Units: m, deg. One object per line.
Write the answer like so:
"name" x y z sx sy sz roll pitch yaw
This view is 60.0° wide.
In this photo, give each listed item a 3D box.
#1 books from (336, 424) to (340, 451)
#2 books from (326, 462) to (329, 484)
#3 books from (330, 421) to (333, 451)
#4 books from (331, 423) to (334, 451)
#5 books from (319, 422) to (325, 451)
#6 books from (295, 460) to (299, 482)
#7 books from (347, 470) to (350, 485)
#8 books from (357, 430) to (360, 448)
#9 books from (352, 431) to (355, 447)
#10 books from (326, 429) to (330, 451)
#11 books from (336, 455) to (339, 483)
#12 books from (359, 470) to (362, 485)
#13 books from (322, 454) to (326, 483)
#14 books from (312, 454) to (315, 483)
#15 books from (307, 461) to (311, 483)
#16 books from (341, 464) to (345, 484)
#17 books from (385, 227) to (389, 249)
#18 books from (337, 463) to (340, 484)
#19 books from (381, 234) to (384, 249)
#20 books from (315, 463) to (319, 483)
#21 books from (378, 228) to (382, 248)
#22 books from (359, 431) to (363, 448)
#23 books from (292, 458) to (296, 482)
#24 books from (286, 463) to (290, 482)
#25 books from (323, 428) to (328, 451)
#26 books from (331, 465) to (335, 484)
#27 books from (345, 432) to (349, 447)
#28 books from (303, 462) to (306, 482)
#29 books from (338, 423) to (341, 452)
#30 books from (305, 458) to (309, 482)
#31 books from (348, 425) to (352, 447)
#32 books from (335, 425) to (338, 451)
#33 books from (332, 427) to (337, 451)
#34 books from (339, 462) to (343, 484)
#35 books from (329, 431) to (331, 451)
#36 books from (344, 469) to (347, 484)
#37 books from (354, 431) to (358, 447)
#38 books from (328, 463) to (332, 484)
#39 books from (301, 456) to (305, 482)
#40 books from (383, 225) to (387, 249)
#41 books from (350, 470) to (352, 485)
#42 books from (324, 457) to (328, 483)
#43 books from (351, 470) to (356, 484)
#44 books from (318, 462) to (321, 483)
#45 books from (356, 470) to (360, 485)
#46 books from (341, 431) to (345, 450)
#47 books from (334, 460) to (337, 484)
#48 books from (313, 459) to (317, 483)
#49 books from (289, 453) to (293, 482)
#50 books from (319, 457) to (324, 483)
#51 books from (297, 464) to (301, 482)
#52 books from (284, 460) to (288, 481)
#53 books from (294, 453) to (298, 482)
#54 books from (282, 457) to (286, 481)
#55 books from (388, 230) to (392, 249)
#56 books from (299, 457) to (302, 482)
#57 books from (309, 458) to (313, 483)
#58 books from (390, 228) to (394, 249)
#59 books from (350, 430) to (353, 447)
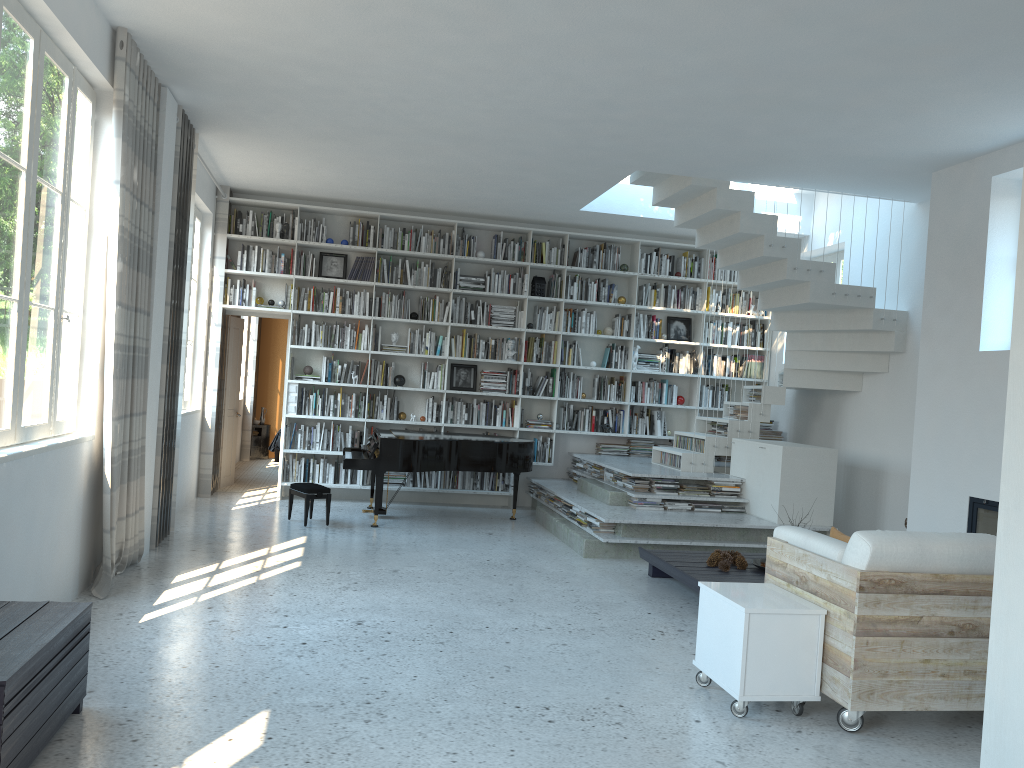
"books" -1.894 0.583 9.663 0.022 0.291 0.137 4 0 -11
"books" -2.004 0.963 9.639 0.021 0.218 0.190 4 0 -11
"books" -1.960 0.561 9.633 0.014 0.325 0.170 4 0 -11
"books" -1.950 0.577 9.644 0.012 0.295 0.176 4 0 -11
"books" -2.058 0.564 9.618 0.039 0.307 0.172 4 0 -11
"books" -2.319 0.937 9.583 0.022 0.226 0.154 4 0 -11
"books" -1.776 0.940 9.682 0.021 0.295 0.188 4 0 -11
"books" -1.688 0.625 9.713 0.026 0.236 0.140 4 0 -11
"books" -1.740 0.626 9.709 0.030 0.227 0.140 4 0 -11
"books" -2.001 0.609 9.648 0.028 0.225 0.134 4 0 -11
"books" -1.908 0.923 9.680 0.013 0.310 0.130 4 0 -11
"books" -1.653 0.979 9.686 0.017 0.233 0.212 4 0 -11
"books" -2.046 0.917 9.648 0.014 0.304 0.139 4 0 -11
"books" -2.151 0.912 9.609 0.013 0.300 0.183 4 0 -11
"books" -2.199 0.948 9.610 0.022 0.221 0.163 4 0 -11
"books" -1.842 0.955 9.677 0.027 0.256 0.179 4 0 -11
"books" -1.369 -1.577 9.714 0.031 0.255 0.145 4 0 -11
"books" -1.892 0.973 9.682 0.024 0.214 0.137 4 0 -11
"books" -1.421 -1.545 9.714 0.024 0.183 0.133 4 0 -11
"books" -2.111 0.964 9.614 0.030 0.201 0.168 4 0 -11
"books" -1.443 -1.574 9.694 0.029 0.237 0.156 4 0 -11
"books" -1.659 0.629 9.709 0.030 0.230 0.151 4 0 -11
"books" -2.354 0.925 9.585 0.024 0.246 0.143 4 0 -11
"books" -2.414 0.949 9.551 0.029 0.190 0.176 4 0 -11
"books" -2.030 0.600 9.646 0.031 0.239 0.132 4 0 -11
"books" -1.950 0.982 9.641 0.031 0.188 0.190 4 0 -11
"books" -1.805 0.633 9.697 0.030 0.203 0.142 4 0 -11
"books" -2.244 0.953 9.608 0.022 0.205 0.158 4 0 -11
"books" -1.876 0.579 9.661 0.013 0.301 0.172 4 0 -11
"books" -2.222 0.931 9.616 0.022 0.252 0.139 4 0 -11
"books" -1.774 0.593 9.694 0.025 0.288 0.130 4 0 -11
"books" -1.914 0.585 9.672 0.013 0.284 0.139 4 0 -11
"books" -1.935 0.599 9.665 0.029 0.254 0.153 4 0 -11
"books" -1.867 0.969 9.675 0.022 0.224 0.141 4 0 -11
"books" -1.981 0.618 9.651 0.013 0.209 0.154 4 0 -11
"books" -1.813 0.953 9.706 0.040 0.264 0.137 4 0 -11
"books" -1.705 0.627 9.673 0.023 0.228 0.190 4 0 -11
"books" -1.980 0.970 9.642 0.028 0.206 0.171 4 0 -11
"books" -2.261 0.921 9.588 0.023 0.266 0.177 4 0 -11
"books" -1.398 -1.591 9.728 0.021 0.279 0.140 4 0 -11
"books" -1.759 0.937 9.683 0.012 0.304 0.165 4 0 -11
"books" -2.025 0.937 9.634 0.025 0.266 0.159 4 0 -11
"books" -1.727 0.963 9.713 0.065 0.256 0.155 4 0 -11
"books" -2.095 0.960 9.648 0.014 0.211 0.146 4 0 -11
"books" -1.682 0.956 9.723 0.027 0.276 0.143 4 0 -11
"books" -1.844 0.624 9.671 0.059 0.216 0.177 4 0 -11
"books" -1.921 0.956 9.647 0.023 0.244 0.188 4 0 -11
"books" -2.140 0.939 9.633 0.022 0.246 0.135 4 0 -11
"books" -2.384 0.899 9.571 0.044 0.294 0.181 4 0 -11
"books" -2.066 0.935 9.626 0.031 0.266 0.186 4 0 -11
"books" -2.301 0.959 9.594 0.022 0.186 0.145 4 0 -11
"books" -2.443 0.934 9.573 0.023 0.216 0.158 4 0 -11
"books" -2.333 0.890 9.585 0.011 0.318 0.157 4 0 -11
"books" -2.459 0.914 9.569 0.012 0.254 0.161 4 0 -11
"books" -1.343 -1.558 9.715 0.023 0.220 0.181 4 0 -11
"books" -2.278 0.922 9.579 0.013 0.261 0.174 4 0 -11
"books" -2.175 0.932 9.620 0.027 0.256 0.160 4 0 -11
"books" -1.319 -1.572 9.722 0.023 0.251 0.170 4 0 -11
"books" -1.753 0.618 9.671 0.011 0.239 0.174 4 0 -11
